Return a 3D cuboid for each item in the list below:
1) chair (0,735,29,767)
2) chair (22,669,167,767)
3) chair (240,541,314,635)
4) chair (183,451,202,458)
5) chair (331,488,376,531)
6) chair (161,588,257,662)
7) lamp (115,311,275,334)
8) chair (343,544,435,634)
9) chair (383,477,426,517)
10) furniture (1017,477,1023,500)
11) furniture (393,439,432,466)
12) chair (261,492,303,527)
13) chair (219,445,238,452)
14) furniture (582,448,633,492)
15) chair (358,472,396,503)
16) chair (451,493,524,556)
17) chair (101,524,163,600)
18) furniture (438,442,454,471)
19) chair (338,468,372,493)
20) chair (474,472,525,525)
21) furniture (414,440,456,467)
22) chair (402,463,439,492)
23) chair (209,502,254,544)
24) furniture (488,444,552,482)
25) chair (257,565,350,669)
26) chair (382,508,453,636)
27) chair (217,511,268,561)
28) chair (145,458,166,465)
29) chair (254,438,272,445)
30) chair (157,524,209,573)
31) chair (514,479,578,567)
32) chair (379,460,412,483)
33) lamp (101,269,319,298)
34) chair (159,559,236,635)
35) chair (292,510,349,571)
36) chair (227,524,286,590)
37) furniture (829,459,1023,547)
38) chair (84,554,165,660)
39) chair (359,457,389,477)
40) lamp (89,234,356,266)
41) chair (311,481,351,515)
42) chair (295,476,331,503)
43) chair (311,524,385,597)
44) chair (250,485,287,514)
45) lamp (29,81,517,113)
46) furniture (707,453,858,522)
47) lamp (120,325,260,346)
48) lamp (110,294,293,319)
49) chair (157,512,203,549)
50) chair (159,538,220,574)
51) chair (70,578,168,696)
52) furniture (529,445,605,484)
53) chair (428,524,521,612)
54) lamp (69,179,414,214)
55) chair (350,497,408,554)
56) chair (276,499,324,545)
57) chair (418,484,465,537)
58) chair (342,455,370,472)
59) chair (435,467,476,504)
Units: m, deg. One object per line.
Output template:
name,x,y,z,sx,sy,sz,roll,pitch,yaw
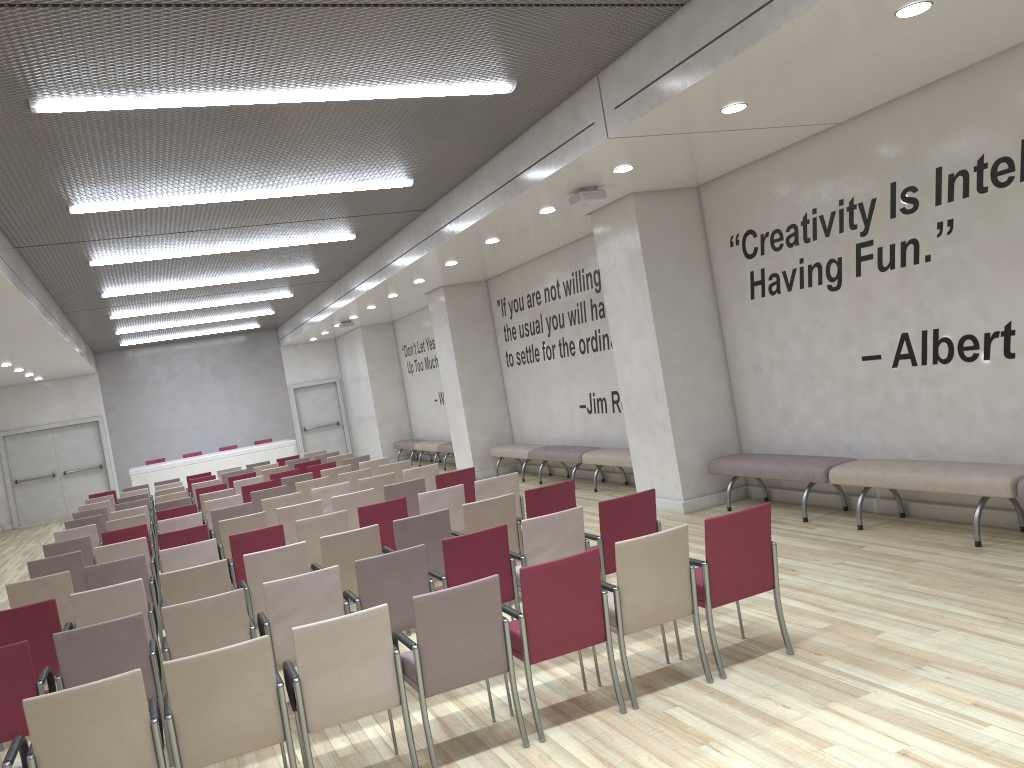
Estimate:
chair,-2.306,1.773,3.703,0.513,0.890,0.640,-10,1,-22
chair,-1.801,1.683,3.917,0.513,0.890,0.640,-10,1,-23
chair,-1.720,1.618,6.600,0.513,0.890,0.640,-10,1,-21
chair,-7.713,2.121,21.639,0.513,0.890,0.640,-10,1,-23
chair,-1.654,1.556,9.295,0.513,0.890,0.640,-10,1,-22
chair,-1.769,1.652,5.261,0.513,0.890,0.640,-10,1,-21
lamp,-6.857,-1.335,19.335,3.303,0.045,0.198,-10,1,-22
chair,-0.775,1.475,5.677,0.513,0.890,0.640,-10,1,-22
chair,-1.157,1.467,9.514,0.513,0.890,0.640,-10,1,-22
furniture,4.084,0.824,5.424,0.530,0.550,1.833,-10,1,-22
furniture,-2.383,1.621,21.322,0.530,0.550,1.833,-10,1,-22
chair,-2.625,1.703,10.221,0.513,0.890,0.640,-10,1,-22
chair,-6.931,1.982,21.964,0.513,0.890,0.640,-10,1,-23
furniture,1.547,1.137,11.662,0.530,0.550,1.833,-10,1,-22
chair,-1.620,1.524,10.649,0.513,0.890,0.640,-10,1,-22
chair,-0.222,1.351,7.238,0.513,0.890,0.640,-10,1,-23
chair,-4.121,1.969,9.610,0.513,0.890,0.640,-10,1,-23
furniture,-0.985,1.449,17.886,0.530,0.550,1.833,-10,1,-22
chair,-2.080,1.581,11.775,0.513,0.890,0.640,-10,1,-23
chair,-0.184,1.319,8.578,0.513,0.890,0.640,-10,1,-23
furniture,-1.683,1.535,19.602,0.530,0.550,1.833,-10,1,-22
chair,-1.125,1.436,10.850,0.513,0.890,0.640,-10,1,-22
chair,-3.115,1.791,10.013,0.513,0.890,0.640,-10,1,-22
furniture,0.149,1.309,15.098,0.530,0.550,1.833,-10,1,-22
chair,-1.267,1.563,5.469,0.513,0.890,0.640,-10,1,-22
chair,-0.723,1.441,7.015,0.513,0.890,0.640,-10,1,-22
chair,-2.656,1.734,8.879,0.513,0.890,0.640,-10,1,-23
chair,-8.495,2.261,21.314,0.513,0.890,0.640,-10,1,-23
chair,-6.149,1.843,22.289,0.513,0.890,0.640,-10,1,-23
chair,-3.153,1.823,8.665,0.513,0.890,0.640,-10,1,-22
chair,0.271,1.263,7.437,0.513,0.890,0.640,-10,1,-22
chair,-1.584,1.492,11.999,0.513,0.890,0.640,-10,1,-23
lamp,-4.716,-1.599,14.071,3.303,0.045,0.198,-10,1,-22
chair,-2.230,1.709,6.394,0.513,0.890,0.640,-10,1,-22
chair,-1.686,1.587,7.951,0.513,0.890,0.640,-10,1,-22
chair,-2.188,1.676,7.747,0.513,0.890,0.640,-10,1,-21
furniture,3.386,0.910,7.140,0.530,0.550,1.833,-10,1,-22
chair,-3.195,1.855,7.333,0.513,0.890,0.640,-10,1,-22
chair,-2.042,1.549,13.129,0.513,0.890,0.640,-10,1,-23
lamp,-3.654,-1.730,11.461,3.303,0.045,0.198,-10,1,-22
chair,-2.111,1.612,10.444,0.513,0.890,0.640,-10,1,-21
chair,-2.582,1.670,11.583,0.513,0.890,0.640,-10,1,-23
chair,-1.236,1.532,6.812,0.513,0.890,0.640,-10,1,-23
chair,-3.079,1.759,11.365,0.513,0.890,0.640,-10,1,-22
lamp,-1.504,-1.995,6.175,3.303,0.045,0.198,-10,1,-22
furniture,2.687,0.996,8.860,0.530,0.550,1.833,-10,1,-22
lamp,-7.930,-1.202,21.974,3.303,0.045,0.198,-10,1,-22
lamp,-5.800,-1.465,16.738,3.303,0.045,0.198,-10,1,-22
chair,-3.616,1.879,9.824,0.513,0.890,0.640,-10,1,-22
chair,-2.691,1.765,7.547,0.513,0.890,0.640,-10,1,-22
chair,-2.737,1.799,6.187,0.513,0.890,0.640,-10,1,-22
furniture,0.849,1.223,13.378,0.530,0.550,1.833,-10,1,-22
chair,-0.273,1.386,5.889,0.513,0.890,0.640,-10,1,-23
lamp,-2.576,-1.863,8.812,3.303,0.045,0.198,-10,1,-22
chair,-1.194,1.499,8.162,0.513,0.890,0.640,-10,1,-23
chair,-2.150,1.644,9.101,0.513,0.890,0.640,-10,1,-22
chair,-0.688,1.409,8.373,0.513,0.890,0.640,-10,1,-23
chair,-2.502,1.605,14.269,0.513,0.890,0.640,-10,1,-23
chair,-0.640,1.375,9.709,0.513,0.890,0.640,-10,1,-22
